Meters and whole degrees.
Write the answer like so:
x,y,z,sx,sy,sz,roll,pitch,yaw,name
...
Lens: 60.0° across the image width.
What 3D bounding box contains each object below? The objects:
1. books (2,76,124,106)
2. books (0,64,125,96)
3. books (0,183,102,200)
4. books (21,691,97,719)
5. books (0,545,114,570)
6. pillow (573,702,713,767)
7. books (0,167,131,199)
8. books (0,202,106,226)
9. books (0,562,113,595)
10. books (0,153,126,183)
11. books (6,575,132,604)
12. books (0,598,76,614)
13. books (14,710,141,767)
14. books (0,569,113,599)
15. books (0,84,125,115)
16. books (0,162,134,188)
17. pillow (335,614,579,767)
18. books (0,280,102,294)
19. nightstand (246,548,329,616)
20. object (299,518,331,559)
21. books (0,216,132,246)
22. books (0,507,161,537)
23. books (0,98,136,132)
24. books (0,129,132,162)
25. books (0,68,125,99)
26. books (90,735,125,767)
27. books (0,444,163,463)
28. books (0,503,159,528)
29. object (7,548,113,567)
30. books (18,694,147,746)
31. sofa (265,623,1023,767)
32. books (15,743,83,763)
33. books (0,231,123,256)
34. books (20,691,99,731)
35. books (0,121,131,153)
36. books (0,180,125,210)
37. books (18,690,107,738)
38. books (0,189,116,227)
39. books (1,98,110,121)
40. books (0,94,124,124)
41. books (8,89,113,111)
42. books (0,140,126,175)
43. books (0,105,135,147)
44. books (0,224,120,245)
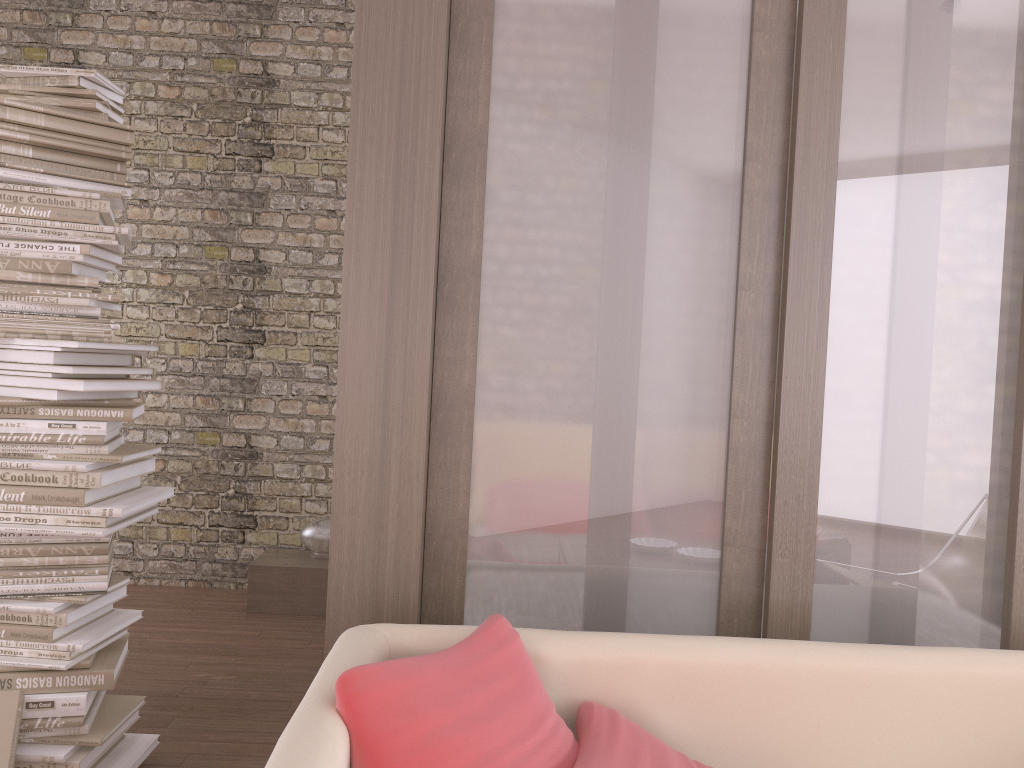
x,y,z,sx,sy,sz,roll,pitch,yaw,name
-1.324,-0.863,2.622,0.260,0.029,0.193,3,1,14,books
-1.340,-0.896,2.616,0.313,0.014,0.204,3,1,-1,books
-1.410,-0.548,2.593,0.392,0.015,0.306,2,1,-21,books
-1.444,0.866,2.540,0.469,0.057,0.364,3,1,-16,books
-1.393,0.511,2.618,0.385,0.008,0.274,2,1,-21,books
0.306,0.737,1.454,0.467,0.224,0.507,3,1,11,pillow
-1.372,-0.581,2.605,0.404,0.026,0.266,2,2,-41,books
-1.416,-0.485,2.592,0.401,0.035,0.315,2,1,-21,books
-1.394,0.565,2.600,0.396,0.024,0.310,2,1,-21,books
-1.375,-0.624,2.636,0.371,0.036,0.211,2,2,-41,books
-1.402,0.591,2.610,0.448,0.016,0.264,3,1,4,books
-1.449,0.605,2.592,0.422,0.016,0.330,3,1,4,books
-1.432,1.015,2.571,0.542,0.046,0.421,3,1,-1,books
-1.401,0.580,2.592,0.413,0.006,0.322,2,1,-21,books
-1.338,-0.841,2.619,0.303,0.015,0.202,3,1,-1,books
-1.345,-0.599,2.615,0.351,0.010,0.284,2,2,-41,books
-0.026,0.637,1.446,0.379,0.377,0.498,4,1,34,pillow
-1.423,-0.287,2.601,0.395,0.009,0.233,2,1,-26,books
-0.954,1.022,4.573,0.707,0.240,0.400,3,1,-1,nightstand
-0.960,0.801,4.627,0.296,0.199,0.211,3,1,-4,object
-1.366,-0.455,2.626,0.434,0.019,0.324,2,1,-21,books
-1.383,0.389,2.602,0.542,0.016,0.423,3,1,-1,books
-1.341,-0.765,2.606,0.366,0.012,0.287,2,2,-41,books
-1.371,-0.689,2.603,0.412,0.019,0.259,2,2,-41,books
-1.323,-0.883,2.611,0.277,0.008,0.216,3,1,-1,books
-1.458,1.062,2.545,0.522,0.046,0.410,3,1,-1,books
-1.374,0.197,2.650,0.542,0.020,0.320,3,1,-1,books
-1.430,0.363,2.634,0.612,0.028,0.399,3,1,-1,books
-1.400,0.503,2.598,0.413,0.008,0.243,2,1,-21,object
-1.395,0.963,2.571,0.542,0.020,0.320,3,1,-1,books
0.739,0.912,1.403,2.204,0.751,0.919,3,1,-1,sofa
-1.449,0.981,2.545,0.510,0.020,0.399,3,1,-1,books
-1.371,-0.414,2.592,0.416,0.012,0.324,2,1,-21,books
-1.430,0.909,2.523,0.442,0.025,0.346,3,1,-16,books
-1.382,-0.711,2.599,0.435,0.019,0.248,2,2,-41,books
-1.378,-0.562,2.626,0.416,0.015,0.245,2,1,-21,books
-1.446,0.937,2.556,0.469,0.028,0.368,3,1,-16,books
-1.405,-0.522,2.616,0.416,0.035,0.323,2,1,-21,books
-1.336,-0.784,2.618,0.272,0.023,0.201,2,1,-21,books
-1.352,-0.809,2.621,0.327,0.023,0.198,3,1,-1,books
-1.324,-0.826,2.627,0.258,0.010,0.183,3,1,-16,books
-1.373,-0.661,2.635,0.371,0.036,0.211,2,2,-41,books
-1.340,-0.739,2.616,0.351,0.036,0.275,2,2,-41,books
-1.413,-0.435,2.602,0.470,0.022,0.306,2,1,-21,books
